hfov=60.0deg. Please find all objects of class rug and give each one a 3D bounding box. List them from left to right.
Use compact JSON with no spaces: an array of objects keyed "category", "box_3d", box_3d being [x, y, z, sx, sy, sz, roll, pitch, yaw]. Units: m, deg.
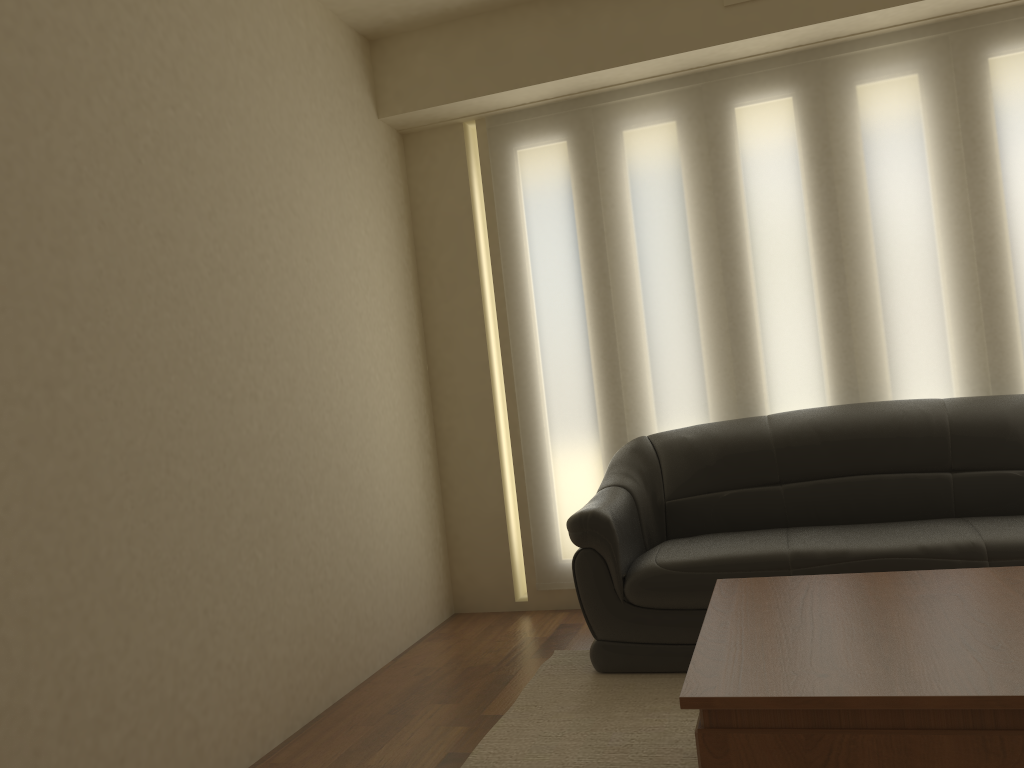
[{"category":"rug","box_3d":[1.522,0.993,2.171,3.592,0.011,2.482,-7,-1,17]}]

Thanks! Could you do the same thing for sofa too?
[{"category":"sofa","box_3d":[1.450,0.550,3.575,2.337,0.918,0.944,-7,-1,17]}]

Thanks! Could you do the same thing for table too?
[{"category":"table","box_3d":[1.095,0.799,2.116,1.213,0.482,1.045,-7,-1,17]}]

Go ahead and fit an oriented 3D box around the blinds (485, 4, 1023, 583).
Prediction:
[{"category":"blinds","box_3d":[1.337,-0.336,4.203,2.830,2.453,0.002,-7,-1,17]}]
